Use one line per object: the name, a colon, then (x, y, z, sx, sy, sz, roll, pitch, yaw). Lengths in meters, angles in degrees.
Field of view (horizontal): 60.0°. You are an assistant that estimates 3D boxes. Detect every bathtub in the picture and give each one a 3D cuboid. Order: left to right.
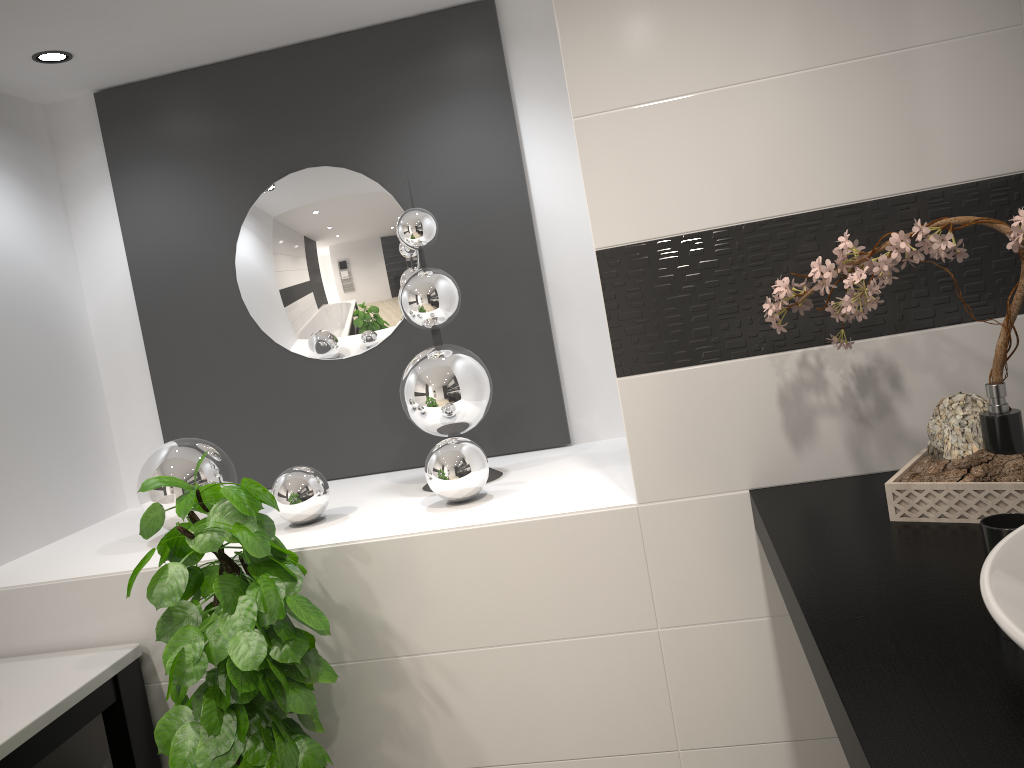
bathtub: (-1.491, 1.162, 1.170, 1.007, 0.675, 2.186, -9, 5, 10)

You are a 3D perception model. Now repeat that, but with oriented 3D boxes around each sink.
sink: (0.619, 0.221, 0.552, 0.561, 0.211, 0.559, -14, 6, -36)

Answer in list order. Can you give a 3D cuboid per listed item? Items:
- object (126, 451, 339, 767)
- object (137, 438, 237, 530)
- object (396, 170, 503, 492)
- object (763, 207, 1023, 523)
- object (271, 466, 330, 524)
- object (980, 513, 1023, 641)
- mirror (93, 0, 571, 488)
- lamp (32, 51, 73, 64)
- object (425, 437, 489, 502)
object: (-0.577, 0.703, 1.851, 0.440, 1.129, 0.418, -13, 5, -39)
object: (-0.902, 0.281, 2.466, 0.260, 0.261, 0.262, -8, 5, 23)
object: (-0.218, -0.165, 2.493, 0.260, 0.895, 0.261, -8, 4, 23)
object: (0.747, -0.066, 1.549, 0.627, 0.559, 0.262, -6, 5, 40)
object: (-0.552, 0.290, 2.317, 0.150, 0.150, 0.151, -8, 5, 23)
object: (0.589, 0.224, 1.032, 0.063, 0.133, 0.063, -6, 5, 45)
mirror: (-0.600, -0.383, 2.829, 1.359, 1.379, 0.078, -9, 4, 10)
lamp: (-1.320, -0.938, 2.546, 0.105, 0.004, 0.106, -10, 5, -5)
object: (-0.140, 0.217, 2.252, 0.163, 0.163, 0.163, -8, 5, 23)
